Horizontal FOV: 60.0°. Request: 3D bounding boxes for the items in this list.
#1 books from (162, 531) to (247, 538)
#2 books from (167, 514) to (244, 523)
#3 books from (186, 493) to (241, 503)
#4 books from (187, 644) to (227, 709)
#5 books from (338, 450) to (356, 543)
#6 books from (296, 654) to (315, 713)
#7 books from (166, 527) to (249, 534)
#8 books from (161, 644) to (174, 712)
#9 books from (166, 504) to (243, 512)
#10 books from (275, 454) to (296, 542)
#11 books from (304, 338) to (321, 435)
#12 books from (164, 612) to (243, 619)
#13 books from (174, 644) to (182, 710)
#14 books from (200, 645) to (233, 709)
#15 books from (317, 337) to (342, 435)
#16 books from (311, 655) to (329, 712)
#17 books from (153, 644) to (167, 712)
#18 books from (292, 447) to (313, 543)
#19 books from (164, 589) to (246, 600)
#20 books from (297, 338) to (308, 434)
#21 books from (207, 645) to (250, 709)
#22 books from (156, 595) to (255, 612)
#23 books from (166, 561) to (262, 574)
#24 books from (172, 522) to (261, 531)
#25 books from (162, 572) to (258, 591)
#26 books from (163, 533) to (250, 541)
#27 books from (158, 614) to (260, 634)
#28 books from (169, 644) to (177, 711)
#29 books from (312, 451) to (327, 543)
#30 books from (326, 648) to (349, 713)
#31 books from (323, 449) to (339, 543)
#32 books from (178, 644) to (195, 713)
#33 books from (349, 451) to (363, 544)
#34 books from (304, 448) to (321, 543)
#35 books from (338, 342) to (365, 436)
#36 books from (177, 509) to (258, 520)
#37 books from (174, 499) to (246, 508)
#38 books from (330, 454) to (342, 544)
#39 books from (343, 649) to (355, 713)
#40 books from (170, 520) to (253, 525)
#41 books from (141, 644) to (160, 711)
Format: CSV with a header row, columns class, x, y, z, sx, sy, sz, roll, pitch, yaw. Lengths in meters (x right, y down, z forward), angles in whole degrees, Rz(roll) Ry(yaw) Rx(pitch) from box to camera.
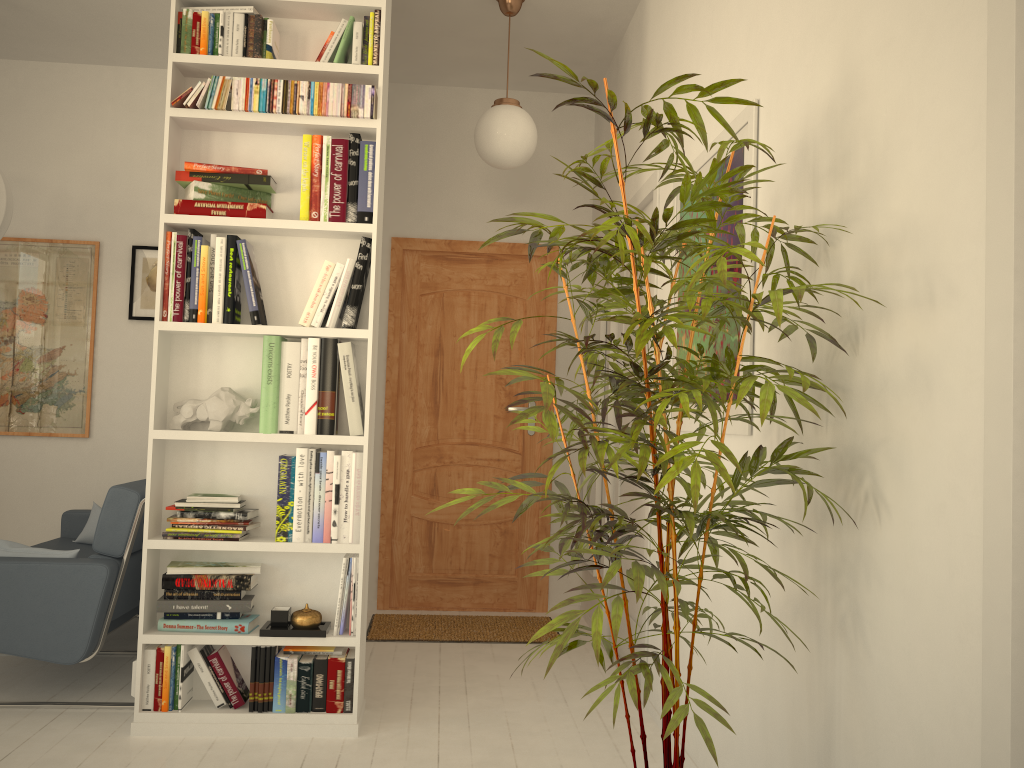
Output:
class,x,y,z,sx,sy,sz,roll,pitch,yaw
books,-1.025,0.498,2.983,0.246,0.014,0.172,2,-2,-5
books,-1.024,0.452,2.983,0.238,0.012,0.120,2,-2,-9
books,-1.002,0.384,2.989,0.166,0.019,0.127,2,-2,-11
books,-1.007,0.967,2.975,0.135,0.200,0.134,2,-3,-4
books,-0.560,0.380,3.027,0.037,0.308,0.161,2,-3,-4
books,-0.690,0.998,3.009,0.048,0.163,0.209,2,-2,-4
books,-1.014,0.486,2.993,0.248,0.009,0.171,2,-2,-1
books,-1.128,0.960,2.963,0.020,0.211,0.184,2,-2,-4
books,-1.028,0.416,2.998,0.221,0.010,0.169,2,-2,-1
books,-0.757,0.384,3.032,0.057,0.284,0.200,2,-3,-4
books,-0.673,0.012,3.059,0.037,0.324,0.240,2,-3,-4
books,-1.033,0.765,3.002,0.241,0.024,0.168,2,-2,-9
books,-1.096,0.959,2.981,0.021,0.215,0.174,2,-3,-4
books,-0.976,0.972,2.970,0.118,0.192,0.118,2,-3,-4
books,-0.625,0.012,3.058,0.056,0.327,0.202,2,-3,-4
books,-0.642,0.997,3.027,0.050,0.170,0.221,2,-2,-4
books,-1.152,0.962,2.966,0.026,0.206,0.187,2,-2,-4
books,-0.710,0.373,3.047,0.037,0.312,0.241,2,-3,-4
books,-1.027,0.697,2.990,0.247,0.039,0.143,2,-2,-7
books,-0.706,0.013,3.070,0.023,0.321,0.235,2,-3,-4
books,-0.945,0.977,2.979,0.131,0.188,0.136,2,-3,-4
books,-1.023,0.733,2.989,0.297,0.039,0.165,2,-2,-9
books,-1.004,0.618,3.012,0.297,0.024,0.162,2,-2,-13
books,-0.991,0.476,3.021,0.255,0.014,0.197,2,-2,5
books,-1.008,0.654,2.995,0.285,0.047,0.185,2,-2,-4
books,-1.020,0.510,2.986,0.247,0.009,0.170,2,-2,-1
books,-1.010,0.800,3.002,0.297,0.039,0.204,2,-2,1
books,-1.113,0.962,2.978,0.012,0.206,0.193,2,-2,-4
books,-0.644,0.381,3.013,0.035,0.304,0.150,2,-3,-4
books,-0.587,0.994,3.011,0.056,0.180,0.202,2,-2,-4
books,-0.616,0.379,3.048,0.025,0.306,0.213,2,-3,-4
books,-1.079,0.959,2.967,0.010,0.215,0.193,2,-2,-4
books,-0.527,0.384,3.060,0.039,0.303,0.229,2,-3,-4
books,-0.678,0.374,3.052,0.027,0.311,0.228,2,-3,-4
books,-0.547,0.021,3.070,0.099,0.316,0.228,2,-3,-4
books,-0.987,0.436,3.008,0.235,0.025,0.163,2,-2,2
books,-1.015,0.403,3.008,0.212,0.017,0.165,2,-2,-7
books,-0.592,0.386,3.035,0.022,0.291,0.208,2,-3,-4
books,-0.545,0.997,3.033,0.032,0.176,0.230,2,-2,-4
books,-1.009,0.463,3.001,0.250,0.008,0.135,2,-2,-8
books,-1.185,0.966,2.967,0.039,0.199,0.185,2,-2,-4
